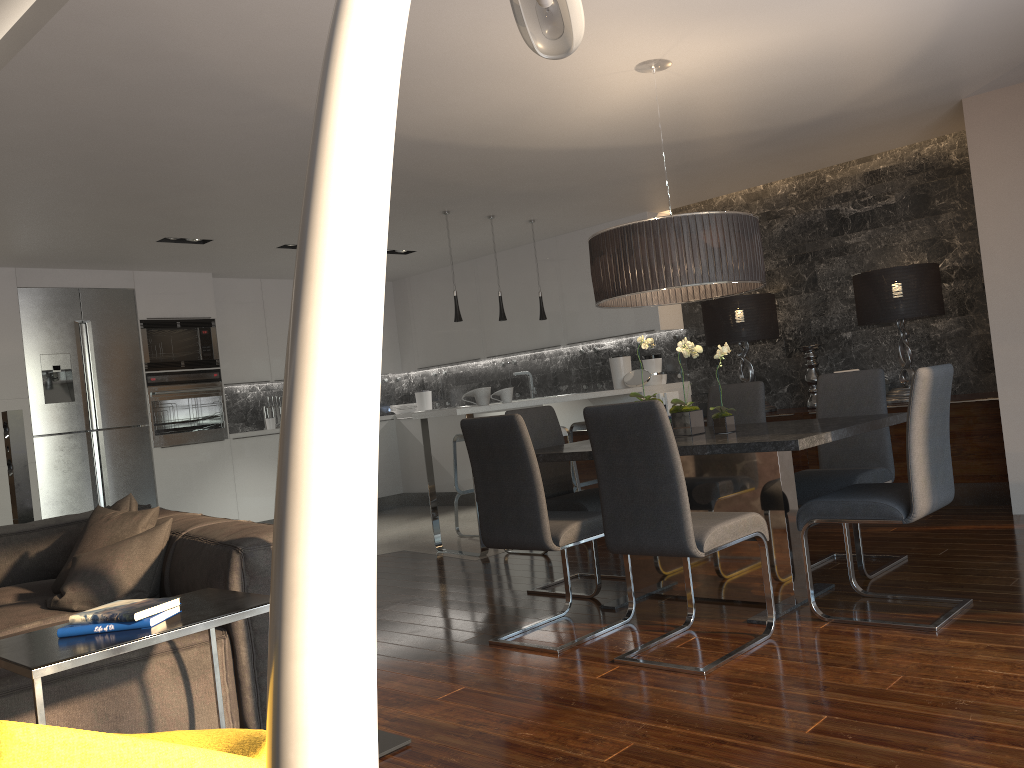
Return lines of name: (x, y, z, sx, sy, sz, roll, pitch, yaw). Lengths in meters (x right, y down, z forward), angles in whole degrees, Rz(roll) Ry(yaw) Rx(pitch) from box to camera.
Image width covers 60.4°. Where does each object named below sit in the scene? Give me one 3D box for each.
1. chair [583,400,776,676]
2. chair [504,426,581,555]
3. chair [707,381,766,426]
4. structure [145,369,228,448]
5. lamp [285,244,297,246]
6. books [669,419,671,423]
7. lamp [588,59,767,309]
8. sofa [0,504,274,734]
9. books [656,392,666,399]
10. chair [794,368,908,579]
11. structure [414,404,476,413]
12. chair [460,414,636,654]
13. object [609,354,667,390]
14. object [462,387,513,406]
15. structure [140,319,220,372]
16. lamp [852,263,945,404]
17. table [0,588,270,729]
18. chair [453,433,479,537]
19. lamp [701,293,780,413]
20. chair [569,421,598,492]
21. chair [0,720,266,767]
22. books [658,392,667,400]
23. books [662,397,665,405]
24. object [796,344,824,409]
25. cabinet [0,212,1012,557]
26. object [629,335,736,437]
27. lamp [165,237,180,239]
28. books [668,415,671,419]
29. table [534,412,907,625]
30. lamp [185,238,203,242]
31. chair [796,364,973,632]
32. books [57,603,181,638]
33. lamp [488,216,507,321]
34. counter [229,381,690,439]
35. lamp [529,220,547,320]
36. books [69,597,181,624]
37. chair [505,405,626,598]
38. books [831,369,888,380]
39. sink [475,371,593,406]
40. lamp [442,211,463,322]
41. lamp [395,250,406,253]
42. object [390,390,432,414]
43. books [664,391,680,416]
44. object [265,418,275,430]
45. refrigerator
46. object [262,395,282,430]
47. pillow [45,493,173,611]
chair: (0.638, 0.528, 3.345, 0.404, 0.964, 0.603, -7, -1, 43)
chair: (0.189, 0.708, 5.954, 0.407, 0.800, 0.444, -7, -1, 43)
chair: (1.144, 0.496, 4.837, 0.404, 0.964, 0.603, -7, -1, 43)
structure: (-3.069, 0.231, 8.018, 0.614, 0.651, 0.702, -7, -1, 43)
lamp: (-1.850, -1.193, 7.349, 0.167, 0.077, 0.186, -7, -1, 43)
books: (1.408, 0.284, 7.177, 0.235, 0.034, 0.186, -7, -1, 21)
lamp: (0.724, -0.957, 4.123, 0.839, 1.102, 0.770, -6, -1, -23)
sofa: (-2.390, 1.001, 3.082, 2.882, 0.704, 2.353, -6, -1, -37)
books: (1.294, 0.197, 7.484, 0.018, 0.243, 0.184, -7, -1, 44)
chair: (1.626, 0.432, 4.385, 0.404, 0.964, 0.603, -7, -1, 43)
structure: (-0.630, 0.252, 9.411, 0.590, 0.011, 0.598, -8, -1, 43)
chair: (0.157, 0.591, 3.797, 0.404, 0.964, 0.603, -7, -1, 43)
object: (1.168, -0.129, 7.721, 0.605, 0.298, 0.393, -6, -1, -35)
object: (-0.171, 0.088, 6.488, 0.414, 0.133, 0.198, -8, -1, 44)
structure: (-3.165, -0.327, 8.056, 0.579, 0.450, 0.697, -7, -1, 43)
lamp: (2.777, -0.345, 6.251, 0.615, 0.933, 0.570, -6, -1, -20)
table: (-0.947, 0.895, 2.278, 0.426, 0.563, 0.634, -7, -1, 43)
chair: (-0.189, 0.769, 6.950, 0.407, 0.800, 0.444, -7, -1, 43)
lamp: (1.874, -0.226, 7.095, 0.563, 0.933, 0.622, -7, -1, 34)
chair: (0.700, 0.658, 6.492, 0.407, 0.800, 0.444, -7, -1, 43)
chair: (-0.831, 0.635, 0.898, 1.496, 1.005, 1.153, -7, -1, 9)
books: (1.311, 0.194, 7.443, 0.018, 0.243, 0.184, -7, -1, 44)
books: (1.330, 0.211, 7.430, 0.019, 0.205, 0.163, -7, -1, 44)
object: (2.313, -0.055, 6.748, 0.208, 0.485, 0.209, -7, -1, 1)
cabinet: (-0.445, -0.065, 6.521, 6.543, 2.500, 4.695, -7, -1, 43)
object: (0.815, -0.010, 4.203, 0.544, 0.501, 0.327, -7, -1, 39)
lamp: (-2.553, -1.124, 6.608, 0.167, 0.077, 0.186, -7, -1, 43)
books: (1.395, 0.256, 7.175, 0.219, 0.024, 0.173, -7, -1, 22)
table: (0.903, 0.613, 4.081, 1.515, 0.760, 1.098, -7, -1, 43)
lamp: (-2.422, -1.137, 6.746, 0.169, 0.077, 0.184, -7, -1, 26)
chair: (1.485, 0.434, 3.531, 0.541, 0.964, 0.451, -7, -1, 43)
books: (-1.002, 0.606, 2.258, 0.231, 0.023, 0.163, -7, -1, 2)
lamp: (-0.120, -0.926, 7.057, 0.055, 0.845, 0.061, -7, -1, 43)
counter: (-0.770, 0.273, 8.118, 3.810, 0.041, 2.842, -8, -1, 43)
lamp: (0.215, -0.958, 7.410, 0.055, 0.845, 0.061, -7, -1, 43)
books: (-0.990, 0.582, 2.257, 0.199, 0.022, 0.160, -7, -1, 19)
chair: (0.333, 0.586, 4.644, 0.541, 0.964, 0.451, -7, -1, 43)
books: (2.577, -0.057, 6.533, 0.340, 0.109, 0.258, -6, -1, -37)
sink: (0.204, 0.125, 8.629, 1.090, 0.520, 0.537, -7, -1, 43)
lamp: (-0.455, -0.893, 6.704, 0.055, 0.845, 0.061, -7, -1, 43)
lamp: (-1.018, -1.273, 8.225, 0.173, 0.077, 0.181, -7, -1, 14)
object: (-1.160, 0.211, 9.954, 0.374, 0.234, 0.521, -6, -1, -37)
books: (1.358, 0.189, 7.431, 0.022, 0.243, 0.185, -7, -1, 44)
object: (-2.399, 0.392, 8.745, 0.092, 0.117, 0.092, -7, -1, 2)
refrigerator: (-3.639, 0.399, 7.428, 0.552, 2.343, 0.921, -7, -1, 43)
object: (-2.384, 0.283, 8.889, 0.307, 0.336, 0.057, -6, -1, -43)
pillow: (-2.303, 0.748, 3.740, 2.089, 0.431, 1.062, -7, -1, 4)
